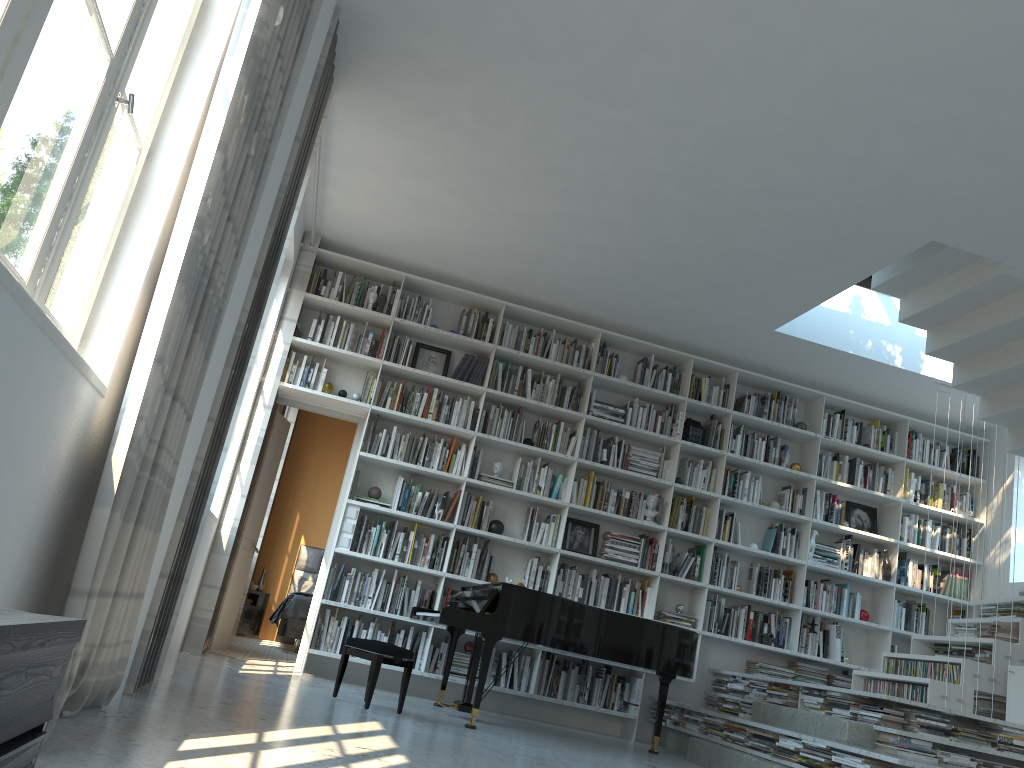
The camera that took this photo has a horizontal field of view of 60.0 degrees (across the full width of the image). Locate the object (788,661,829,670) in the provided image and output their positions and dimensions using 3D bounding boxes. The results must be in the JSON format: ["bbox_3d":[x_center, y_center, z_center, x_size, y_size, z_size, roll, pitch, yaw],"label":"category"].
[{"bbox_3d":[2.457,2.334,7.355,0.285,0.005,0.160,14,-17,-5],"label":"object"}]

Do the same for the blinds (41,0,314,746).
[{"bbox_3d":[-0.976,-0.575,2.954,0.183,3.251,1.028,15,-16,-11],"label":"blinds"}]

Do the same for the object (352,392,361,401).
[{"bbox_3d":[-1.219,0.102,6.934,0.072,0.072,0.071,22,-19,-31],"label":"object"}]

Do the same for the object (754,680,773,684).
[{"bbox_3d":[1.914,2.215,6.558,0.144,0.005,0.258,15,-17,-10],"label":"object"}]

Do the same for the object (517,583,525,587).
[{"bbox_3d":[0.067,1.576,6.888,0.061,0.062,0.062,0,-20,37],"label":"object"}]

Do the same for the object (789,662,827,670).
[{"bbox_3d":[2.454,2.341,7.362,0.254,0.005,0.161,15,-17,-9],"label":"object"}]

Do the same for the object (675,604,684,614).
[{"bbox_3d":[1.345,1.800,7.101,0.071,0.072,0.072,0,-20,37],"label":"object"}]

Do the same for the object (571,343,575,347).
[{"bbox_3d":[0.479,-0.208,7.472,0.010,0.246,0.157,15,-16,-10],"label":"object"}]

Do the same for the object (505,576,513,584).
[{"bbox_3d":[-0.024,1.529,6.851,0.060,0.094,0.078,10,-16,6],"label":"object"}]

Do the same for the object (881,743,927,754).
[{"bbox_3d":[2.234,2.078,5.063,0.204,0.004,0.140,14,-17,-7],"label":"object"}]

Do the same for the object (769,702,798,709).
[{"bbox_3d":[1.946,2.271,6.247,0.145,0.010,0.267,16,-17,-14],"label":"object"}]

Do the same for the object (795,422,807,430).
[{"bbox_3d":[2.518,0.382,7.739,0.104,0.105,0.104,0,-20,37],"label":"object"}]

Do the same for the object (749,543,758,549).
[{"bbox_3d":[2.023,1.369,7.425,0.071,0.072,0.072,0,-20,37],"label":"object"}]

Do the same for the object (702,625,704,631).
[{"bbox_3d":[1.519,1.971,7.188,0.071,0.072,0.072,0,-20,37],"label":"object"}]

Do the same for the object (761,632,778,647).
[{"bbox_3d":[2.078,2.058,7.150,0.161,0.113,0.065,19,-17,-22],"label":"object"}]

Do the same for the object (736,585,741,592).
[{"bbox_3d":[1.858,1.701,7.342,0.071,0.072,0.072,0,-20,37],"label":"object"}]

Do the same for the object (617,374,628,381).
[{"bbox_3d":[0.930,-0.030,7.495,0.105,0.105,0.105,22,-19,-31],"label":"object"}]

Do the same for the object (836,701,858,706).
[{"bbox_3d":[2.146,2.015,5.571,0.142,0.006,0.204,16,-17,-12],"label":"object"}]

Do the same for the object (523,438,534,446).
[{"bbox_3d":[0.126,0.486,7.175,0.097,0.098,0.097,0,-20,37],"label":"object"}]

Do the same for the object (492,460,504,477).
[{"bbox_3d":[-0.118,0.684,7.109,0.095,0.156,0.121,11,-16,3],"label":"object"}]

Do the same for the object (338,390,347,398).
[{"bbox_3d":[-1.324,0.080,6.934,0.072,0.072,0.071,22,-19,-31],"label":"object"}]

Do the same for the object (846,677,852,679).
[{"bbox_3d":[2.948,2.481,7.410,0.144,0.004,0.296,16,-17,-12],"label":"object"}]

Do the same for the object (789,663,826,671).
[{"bbox_3d":[2.451,2.352,7.362,0.254,0.005,0.161,15,-17,-10],"label":"object"}]

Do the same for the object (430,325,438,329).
[{"bbox_3d":[-0.639,-0.438,7.210,0.083,0.083,0.082,22,-19,-31],"label":"object"}]

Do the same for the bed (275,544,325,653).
[{"bbox_3d":[-1.615,2.492,9.861,1.771,1.176,2.180,15,-17,-10],"label":"bed"}]

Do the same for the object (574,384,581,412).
[{"bbox_3d":[0.539,0.126,7.256,0.075,0.254,0.075,22,-19,-30],"label":"object"}]

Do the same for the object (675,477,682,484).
[{"bbox_3d":[1.372,0.810,7.343,0.071,0.072,0.072,0,-20,37],"label":"object"}]

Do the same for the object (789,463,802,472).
[{"bbox_3d":[2.443,0.729,7.644,0.101,0.101,0.100,22,-19,-31],"label":"object"}]

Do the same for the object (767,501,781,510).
[{"bbox_3d":[2.244,1.058,7.602,0.112,0.112,0.111,22,-19,-31],"label":"object"}]

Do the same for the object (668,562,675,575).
[{"bbox_3d":[1.279,1.482,7.097,0.054,0.113,0.079,15,-16,-11],"label":"object"}]

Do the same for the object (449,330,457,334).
[{"bbox_3d":[-0.489,-0.398,7.238,0.083,0.083,0.082,22,-19,-31],"label":"object"}]

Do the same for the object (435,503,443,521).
[{"bbox_3d":[-0.560,0.975,6.760,0.082,0.139,0.044,20,-18,-26],"label":"object"}]

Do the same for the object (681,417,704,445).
[{"bbox_3d":[1.522,0.413,7.505,0.135,0.247,0.136,18,-17,-20],"label":"object"}]

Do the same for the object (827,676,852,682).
[{"bbox_3d":[2.794,2.483,7.418,0.328,0.008,0.208,15,-17,-10],"label":"object"}]

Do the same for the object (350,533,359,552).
[{"bbox_3d":[-1.167,1.178,6.581,0.045,0.146,0.045,4,-18,27],"label":"object"}]

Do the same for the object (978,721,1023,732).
[{"bbox_3d":[3.002,2.075,5.368,0.284,0.030,0.177,15,-17,-10],"label":"object"}]

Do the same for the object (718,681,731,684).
[{"bbox_3d":[1.759,2.408,7.104,0.135,0.011,0.222,14,-17,-6],"label":"object"}]

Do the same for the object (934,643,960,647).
[{"bbox_3d":[3.264,1.955,6.591,0.161,0.025,0.175,14,-17,-6],"label":"object"}]

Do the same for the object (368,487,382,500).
[{"bbox_3d":[-1.054,0.842,6.816,0.105,0.106,0.105,22,-19,-31],"label":"object"}]

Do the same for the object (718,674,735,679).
[{"bbox_3d":[1.774,2.360,7.119,0.131,0.024,0.291,14,-17,-8],"label":"object"}]

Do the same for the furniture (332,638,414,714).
[{"bbox_3d":[-0.779,1.628,4.994,0.240,0.352,0.467,23,-20,-34],"label":"furniture"}]

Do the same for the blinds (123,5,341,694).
[{"bbox_3d":[-1.299,-0.244,4.207,0.140,3.220,0.778,15,-16,-10],"label":"blinds"}]

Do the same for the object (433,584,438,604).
[{"bbox_3d":[-0.608,1.675,6.777,0.017,0.289,0.089,15,-16,-10],"label":"object"}]

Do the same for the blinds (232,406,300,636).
[{"bbox_3d":[-2.897,1.350,10.603,0.140,3.220,0.778,15,-16,-10],"label":"blinds"}]

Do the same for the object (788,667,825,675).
[{"bbox_3d":[2.441,2.381,7.352,0.254,0.005,0.161,15,-17,-10],"label":"object"}]

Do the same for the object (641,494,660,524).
[{"bbox_3d":[1.127,1.020,7.194,0.138,0.243,0.138,-3,-22,43],"label":"object"}]

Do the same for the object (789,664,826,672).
[{"bbox_3d":[2.450,2.357,7.360,0.254,0.005,0.161,15,-17,-10],"label":"object"}]

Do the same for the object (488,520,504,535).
[{"bbox_3d":[-0.127,1.135,6.978,0.133,0.135,0.134,0,-20,37],"label":"object"}]

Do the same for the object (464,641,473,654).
[{"bbox_3d":[-0.321,1.991,6.708,0.086,0.087,0.086,22,-19,-31],"label":"object"}]

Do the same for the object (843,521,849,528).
[{"bbox_3d":[2.874,1.229,7.691,0.091,0.092,0.092,0,-20,37],"label":"object"}]

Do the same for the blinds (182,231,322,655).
[{"bbox_3d":[-1.959,0.414,6.848,0.140,3.220,0.778,15,-16,-10],"label":"blinds"}]

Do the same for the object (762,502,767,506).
[{"bbox_3d":[2.136,1.044,7.554,0.068,0.068,0.068,22,-19,-31],"label":"object"}]

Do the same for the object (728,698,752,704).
[{"bbox_3d":[1.770,2.436,6.807,0.130,0.007,0.215,16,-17,-14],"label":"object"}]

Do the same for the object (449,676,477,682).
[{"bbox_3d":[-0.372,2.218,6.679,0.254,0.007,0.161,14,-17,-7],"label":"object"}]

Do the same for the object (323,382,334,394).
[{"bbox_3d":[-1.422,0.032,6.870,0.086,0.087,0.087,0,-20,37],"label":"object"}]

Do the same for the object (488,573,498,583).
[{"bbox_3d":[-0.153,1.514,6.892,0.091,0.091,0.091,22,-19,-31],"label":"object"}]

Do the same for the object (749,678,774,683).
[{"bbox_3d":[1.901,2.205,6.557,0.159,0.007,0.286,16,-17,-13],"label":"object"}]

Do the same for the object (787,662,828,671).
[{"bbox_3d":[2.452,2.347,7.364,0.285,0.005,0.160,15,-17,-10],"label":"object"}]

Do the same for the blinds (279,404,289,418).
[{"bbox_3d":[-2.237,0.691,7.962,0.140,3.220,0.778,15,-16,-10],"label":"blinds"}]
